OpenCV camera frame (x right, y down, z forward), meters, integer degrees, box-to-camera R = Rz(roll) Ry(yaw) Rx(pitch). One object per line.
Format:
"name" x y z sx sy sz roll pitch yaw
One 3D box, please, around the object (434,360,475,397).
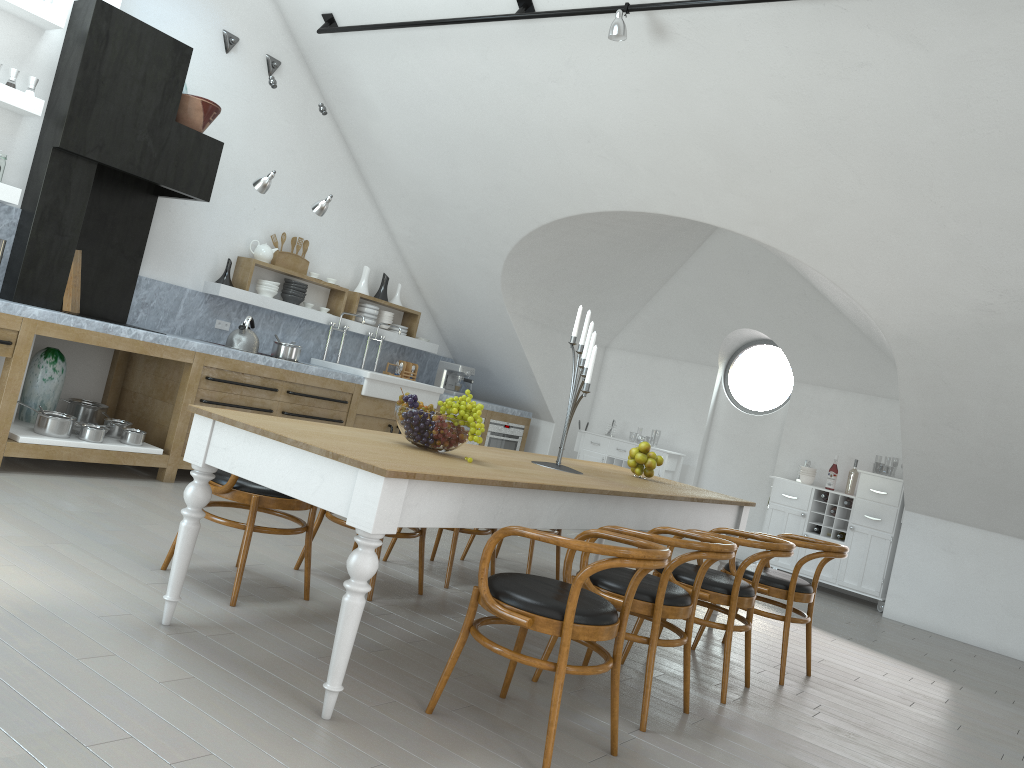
"object" -0.539 -0.032 9.094 0.388 0.321 0.323 12 -2 35

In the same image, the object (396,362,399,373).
"object" -1.145 -0.127 8.752 0.040 0.192 0.042 14 -2 -17

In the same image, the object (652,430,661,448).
"object" 1.489 0.567 9.136 0.063 0.187 0.063 12 -2 20

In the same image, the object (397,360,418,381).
"object" -1.057 -0.112 8.901 0.104 0.223 0.199 12 -2 35

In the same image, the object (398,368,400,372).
"object" -1.122 -0.118 8.734 0.023 0.196 0.018 12 -3 30

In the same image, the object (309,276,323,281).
"object" -1.744 -0.925 7.785 0.163 0.012 0.164 14 -1 -37

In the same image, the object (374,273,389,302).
"object" -1.229 -0.929 8.493 0.156 0.268 0.155 12 -2 39

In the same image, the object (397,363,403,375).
"object" -1.106 -0.118 8.724 0.040 0.192 0.042 14 -2 -18

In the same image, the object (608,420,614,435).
"object" 1.073 0.468 9.595 0.039 0.175 0.054 12 -3 35

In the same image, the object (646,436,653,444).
"object" 1.409 0.594 9.138 0.071 0.099 0.071 14 -2 -32

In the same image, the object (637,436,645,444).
"object" 1.328 0.582 9.153 0.077 0.085 0.077 12 -2 23

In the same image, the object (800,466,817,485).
"object" 2.783 0.865 8.352 0.157 0.160 0.154 14 -2 -27

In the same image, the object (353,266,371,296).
"object" -1.378 -0.966 8.280 0.156 0.268 0.155 12 -2 24

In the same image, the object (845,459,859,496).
"object" 3.132 0.856 8.142 0.085 0.331 0.085 13 -2 -6

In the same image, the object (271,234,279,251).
"object" -1.970 -1.123 7.451 0.198 0.259 0.016 15 -3 -44

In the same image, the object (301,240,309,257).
"object" -1.813 -1.100 7.651 0.039 0.298 0.067 12 -3 35

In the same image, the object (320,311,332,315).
"object" -1.690 -0.635 7.943 0.163 0.012 0.164 14 -1 -37

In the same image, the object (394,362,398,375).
"object" -1.142 -0.123 8.725 0.019 0.196 0.022 12 -3 23

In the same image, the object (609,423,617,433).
"object" 1.080 0.486 9.590 0.097 0.137 0.029 12 -3 38

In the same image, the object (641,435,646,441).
"object" 1.383 0.591 9.226 0.095 0.093 0.093 13 -2 23

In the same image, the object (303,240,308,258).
"object" -1.807 -1.098 7.691 0.030 0.294 0.057 12 -3 35

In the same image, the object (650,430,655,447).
"object" 1.460 0.565 9.193 0.054 0.179 0.054 13 -2 12

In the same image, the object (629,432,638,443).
"object" 1.247 0.553 9.169 0.081 0.105 0.082 15 -2 -42

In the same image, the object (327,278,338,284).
"object" -1.620 -0.918 7.960 0.099 0.049 0.098 13 -1 33

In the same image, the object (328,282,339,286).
"object" -1.625 -0.895 7.960 0.163 0.012 0.164 14 -1 -37

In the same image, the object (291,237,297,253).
"object" -1.881 -1.118 7.581 0.040 0.300 0.061 12 -3 33

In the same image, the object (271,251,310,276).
"object" -1.892 -1.039 7.571 0.084 0.158 0.352 12 -2 35

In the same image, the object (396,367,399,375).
"object" -1.132 -0.111 8.709 0.019 0.179 0.044 13 -2 0

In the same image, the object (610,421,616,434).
"object" 1.090 0.474 9.564 0.024 0.164 0.039 15 -3 -42

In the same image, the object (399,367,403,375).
"object" -1.108 -0.105 8.737 0.044 0.179 0.019 12 -2 20

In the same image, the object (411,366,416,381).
"object" -1.006 -0.089 8.933 0.019 0.196 0.022 11 -3 36

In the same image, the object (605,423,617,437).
"object" 1.070 0.503 9.584 0.101 0.138 0.066 12 -2 35

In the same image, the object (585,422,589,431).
"object" 0.774 0.537 9.480 0.029 0.269 0.088 14 -3 -28

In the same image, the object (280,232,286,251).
"object" -1.947 -1.135 7.484 0.028 0.299 0.055 12 -3 35

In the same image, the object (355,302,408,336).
"object" -1.241 -0.618 8.539 0.198 0.196 0.654 12 -1 35

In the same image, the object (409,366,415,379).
"object" -1.008 -0.093 8.906 0.040 0.192 0.042 13 -2 -5

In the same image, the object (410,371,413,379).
"object" -1.009 -0.089 8.922 0.018 0.196 0.020 15 -3 -33

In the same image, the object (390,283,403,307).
"object" -1.118 -0.875 8.681 0.156 0.219 0.155 13 -2 16

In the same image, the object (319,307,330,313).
"object" -1.685 -0.658 7.944 0.099 0.049 0.098 13 -1 33

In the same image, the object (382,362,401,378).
"object" -1.177 -0.116 8.712 0.100 0.171 0.172 12 -2 37

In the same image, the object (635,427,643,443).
"object" 1.318 0.537 9.218 0.048 0.169 0.048 12 -2 23

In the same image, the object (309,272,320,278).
"object" -1.739 -0.948 7.786 0.099 0.049 0.098 13 -1 33

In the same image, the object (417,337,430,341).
"object" -0.938 -0.458 9.028 0.214 0.025 0.213 13 -1 23

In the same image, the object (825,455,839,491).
"object" 2.990 0.825 8.251 0.081 0.330 0.081 12 -3 31

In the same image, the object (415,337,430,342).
"object" -0.940 -0.450 9.028 0.214 0.025 0.213 13 -1 23

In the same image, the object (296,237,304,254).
"object" -1.847 -1.110 7.597 0.019 0.299 0.057 12 -3 35

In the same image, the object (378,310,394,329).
"object" -1.221 -0.616 8.526 0.157 0.160 0.154 14 -2 -27
